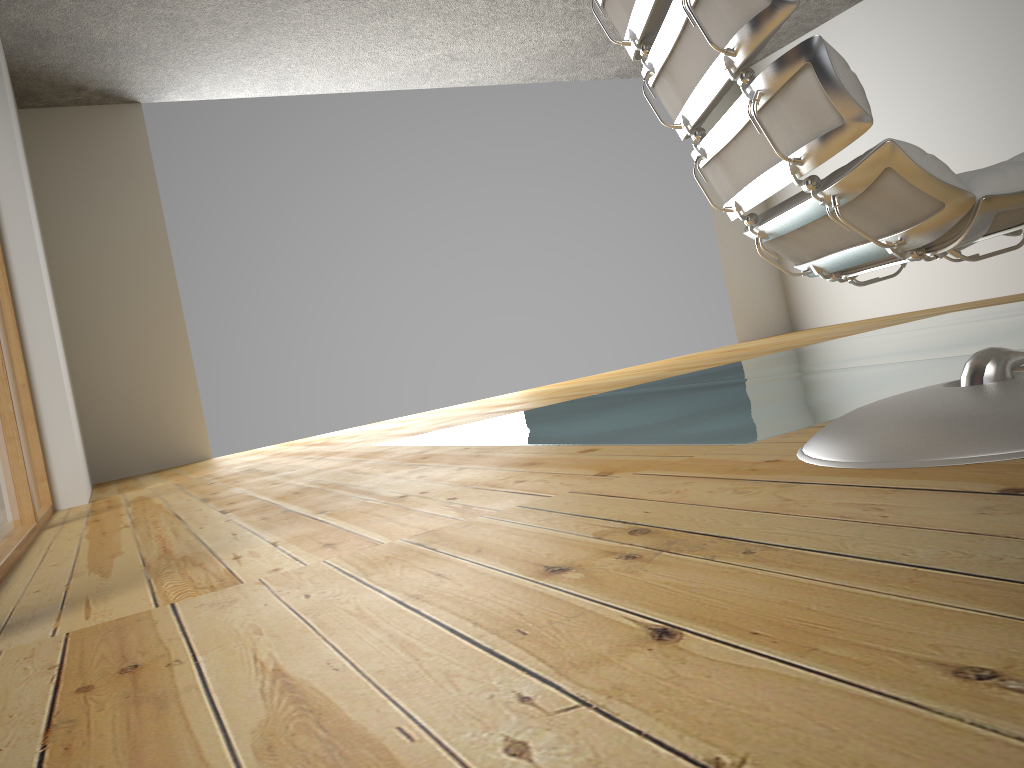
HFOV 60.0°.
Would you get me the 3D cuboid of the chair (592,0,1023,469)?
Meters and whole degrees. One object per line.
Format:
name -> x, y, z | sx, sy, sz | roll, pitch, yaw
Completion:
chair -> 0.574, -0.412, 1.277 | 0.914, 0.969, 0.569 | -11, 0, 0
